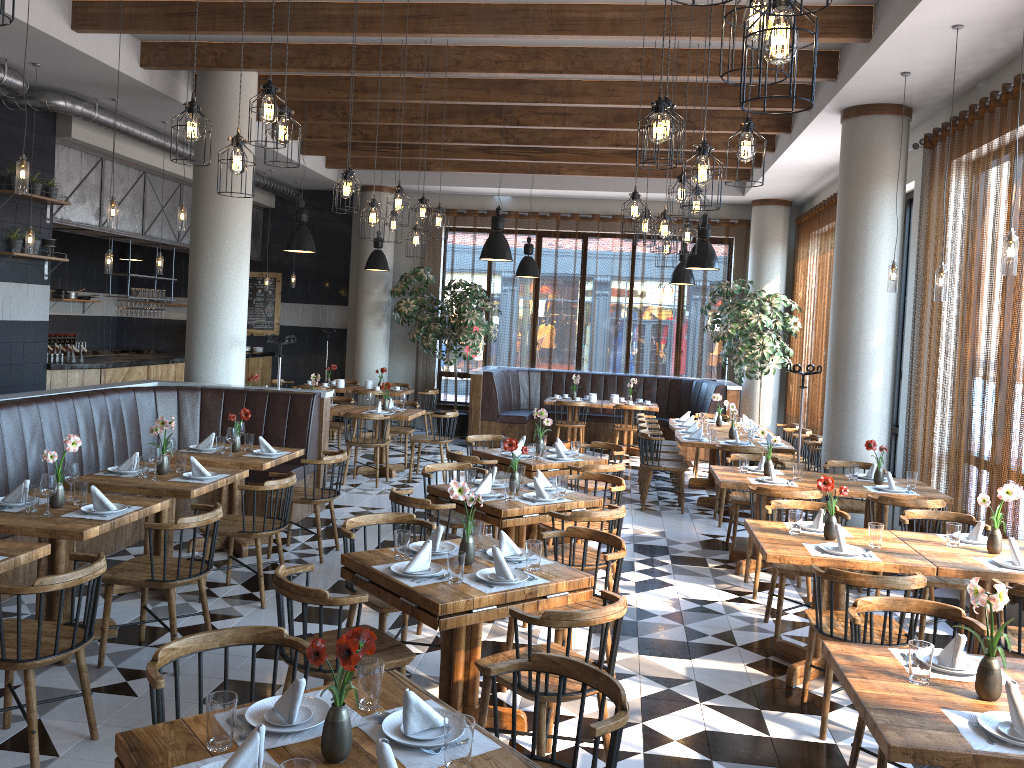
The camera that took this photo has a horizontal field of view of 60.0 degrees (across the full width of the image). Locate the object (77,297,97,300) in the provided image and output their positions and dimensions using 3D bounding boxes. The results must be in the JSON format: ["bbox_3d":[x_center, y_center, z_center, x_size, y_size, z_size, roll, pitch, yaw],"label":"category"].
[{"bbox_3d":[-7.201,-1.446,14.931,0.243,0.059,0.350,3,4,3],"label":"object"}]

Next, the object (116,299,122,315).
[{"bbox_3d":[-5.332,-1.039,12.017,0.081,0.215,0.081,3,2,-1],"label":"object"}]

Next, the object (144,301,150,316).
[{"bbox_3d":[-5.141,-1.060,12.472,0.081,0.215,0.081,3,2,-1],"label":"object"}]

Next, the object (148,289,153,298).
[{"bbox_3d":[-5.120,-1.282,12.542,0.080,0.132,0.080,5,3,37],"label":"object"}]

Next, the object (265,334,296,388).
[{"bbox_3d":[-2.399,0.325,9.059,0.374,1.656,0.375,3,2,-15],"label":"object"}]

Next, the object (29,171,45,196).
[{"bbox_3d":[-5.103,-2.141,9.468,0.173,0.268,0.189,4,2,25],"label":"object"}]

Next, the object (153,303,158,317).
[{"bbox_3d":[-5.112,-1.074,12.700,0.081,0.215,0.081,3,2,-1],"label":"object"}]

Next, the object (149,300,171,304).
[{"bbox_3d":[-6.300,-1.483,15.911,0.352,0.060,0.232,4,4,20],"label":"object"}]

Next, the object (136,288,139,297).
[{"bbox_3d":[-5.257,-1.282,12.441,0.080,0.132,0.080,5,3,37],"label":"object"}]

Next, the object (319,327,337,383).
[{"bbox_3d":[-3.199,-0.138,15.236,0.375,1.656,0.374,4,2,29],"label":"object"}]

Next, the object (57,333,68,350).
[{"bbox_3d":[-7.261,-0.685,14.264,0.189,0.258,0.070,3,2,9],"label":"object"}]

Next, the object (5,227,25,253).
[{"bbox_3d":[-5.170,-1.497,9.210,0.173,0.268,0.189,4,2,25],"label":"object"}]

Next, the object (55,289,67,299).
[{"bbox_3d":[-7.274,-1.451,14.289,0.190,0.148,0.193,4,3,20],"label":"object"}]

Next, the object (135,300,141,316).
[{"bbox_3d":[-5.171,-1.045,12.236,0.081,0.215,0.081,3,2,-1],"label":"object"}]

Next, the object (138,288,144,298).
[{"bbox_3d":[-5.149,-1.267,12.309,0.080,0.132,0.080,5,3,37],"label":"object"}]

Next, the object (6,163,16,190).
[{"bbox_3d":[-5.136,-2.141,9.198,0.172,0.300,0.235,3,2,-4],"label":"object"}]

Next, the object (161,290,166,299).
[{"bbox_3d":[-5.076,-1.303,12.893,0.080,0.132,0.080,5,3,37],"label":"object"}]

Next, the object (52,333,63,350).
[{"bbox_3d":[-7.276,-0.677,14.143,0.189,0.258,0.070,3,2,4],"label":"object"}]

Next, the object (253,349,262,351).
[{"bbox_3d":[-4.485,-0.599,15.650,0.176,0.016,0.175,7,5,42],"label":"object"}]

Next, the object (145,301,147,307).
[{"bbox_3d":[-5.244,-1.082,12.716,0.081,0.215,0.081,3,2,-1],"label":"object"}]

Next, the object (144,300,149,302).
[{"bbox_3d":[-6.564,-1.486,15.939,0.100,0.036,0.100,3,4,4],"label":"object"}]

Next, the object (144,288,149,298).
[{"bbox_3d":[-5.135,-1.274,12.425,0.080,0.132,0.080,5,3,37],"label":"object"}]

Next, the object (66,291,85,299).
[{"bbox_3d":[-7.174,-1.468,14.572,0.347,0.153,0.200,1,4,-29],"label":"object"}]

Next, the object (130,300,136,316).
[{"bbox_3d":[-5.185,-1.038,12.119,0.081,0.215,0.081,3,2,-1],"label":"object"}]

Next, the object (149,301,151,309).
[{"bbox_3d":[-5.231,-1.088,12.819,0.081,0.215,0.081,3,2,-1],"label":"object"}]

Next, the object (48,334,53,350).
[{"bbox_3d":[-7.307,-0.662,13.900,0.189,0.258,0.070,3,2,9],"label":"object"}]

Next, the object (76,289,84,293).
[{"bbox_3d":[-7.176,-1.489,14.550,0.294,0.172,0.065,1,3,-32],"label":"object"}]

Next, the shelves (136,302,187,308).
[{"bbox_3d":[-6.174,-1.354,15.882,1.041,0.297,0.300,3,3,7],"label":"shelves"}]

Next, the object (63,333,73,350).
[{"bbox_3d":[-7.245,-0.692,14.385,0.189,0.258,0.070,3,2,-1],"label":"object"}]

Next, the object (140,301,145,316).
[{"bbox_3d":[-5.156,-1.053,12.354,0.081,0.215,0.081,3,2,-1],"label":"object"}]

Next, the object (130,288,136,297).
[{"bbox_3d":[-5.271,-1.275,12.324,0.080,0.132,0.080,5,3,37],"label":"object"}]

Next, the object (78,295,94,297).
[{"bbox_3d":[-7.193,-1.481,14.929,0.243,0.070,0.349,3,4,0],"label":"object"}]

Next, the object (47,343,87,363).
[{"bbox_3d":[-5.374,-0.364,10.450,0.421,0.203,0.599,3,4,7],"label":"object"}]

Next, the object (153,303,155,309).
[{"bbox_3d":[-5.218,-1.095,12.924,0.081,0.215,0.081,3,2,-1],"label":"object"}]

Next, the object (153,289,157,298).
[{"bbox_3d":[-5.105,-1.289,12.659,0.080,0.132,0.080,5,3,37],"label":"object"}]

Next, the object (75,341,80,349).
[{"bbox_3d":[-7.233,-0.654,14.738,0.093,0.136,0.047,3,2,2],"label":"object"}]

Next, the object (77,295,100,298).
[{"bbox_3d":[-7.163,-1.466,14.919,0.243,0.084,0.347,6,5,37],"label":"object"}]

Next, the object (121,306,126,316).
[{"bbox_3d":[-5.317,-1.046,12.135,0.081,0.215,0.081,3,2,-1],"label":"object"}]

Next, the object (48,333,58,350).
[{"bbox_3d":[-7.292,-0.670,14.021,0.189,0.258,0.070,3,2,9],"label":"object"}]

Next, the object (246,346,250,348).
[{"bbox_3d":[-4.712,-0.653,15.677,0.176,0.016,0.175,7,5,42],"label":"object"}]

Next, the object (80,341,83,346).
[{"bbox_3d":[-7.221,-0.660,14.830,0.094,0.136,0.047,3,2,8],"label":"object"}]

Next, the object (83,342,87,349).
[{"bbox_3d":[-7.210,-0.666,14.921,0.093,0.136,0.047,2,2,-18],"label":"object"}]

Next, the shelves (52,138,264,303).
[{"bbox_3d":[-5.170,-2.086,12.944,0.682,1.793,5.873,3,4,7],"label":"shelves"}]

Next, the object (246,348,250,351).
[{"bbox_3d":[-4.624,-0.596,15.410,0.080,0.066,0.098,4,3,19],"label":"object"}]

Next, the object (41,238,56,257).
[{"bbox_3d":[-5.108,-1.497,9.770,0.143,0.200,0.142,3,2,-2],"label":"object"}]

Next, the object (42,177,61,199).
[{"bbox_3d":[-5.069,-2.158,9.738,0.173,0.268,0.189,4,2,25],"label":"object"}]

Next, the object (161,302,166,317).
[{"bbox_3d":[-5.086,-1.087,12.907,0.081,0.215,0.081,3,2,-1],"label":"object"}]

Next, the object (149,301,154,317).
[{"bbox_3d":[-5.126,-1.067,12.589,0.081,0.215,0.081,3,2,-1],"label":"object"}]

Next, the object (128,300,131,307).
[{"bbox_3d":[-5.302,-1.053,12.253,0.081,0.215,0.081,3,2,-1],"label":"object"}]

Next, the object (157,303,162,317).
[{"bbox_3d":[-5.100,-1.080,12.802,0.081,0.215,0.081,3,2,-1],"label":"object"}]

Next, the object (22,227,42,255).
[{"bbox_3d":[-5.135,-1.531,9.486,0.172,0.300,0.235,3,2,-4],"label":"object"}]

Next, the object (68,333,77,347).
[{"bbox_3d":[-7.231,-0.700,14.507,0.189,0.258,0.070,3,2,9],"label":"object"}]

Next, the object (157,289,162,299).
[{"bbox_3d":[-5.091,-1.296,12.776,0.080,0.132,0.080,5,3,37],"label":"object"}]

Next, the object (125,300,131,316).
[{"bbox_3d":[-5.200,-1.031,12.001,0.081,0.215,0.081,3,2,-1],"label":"object"}]
